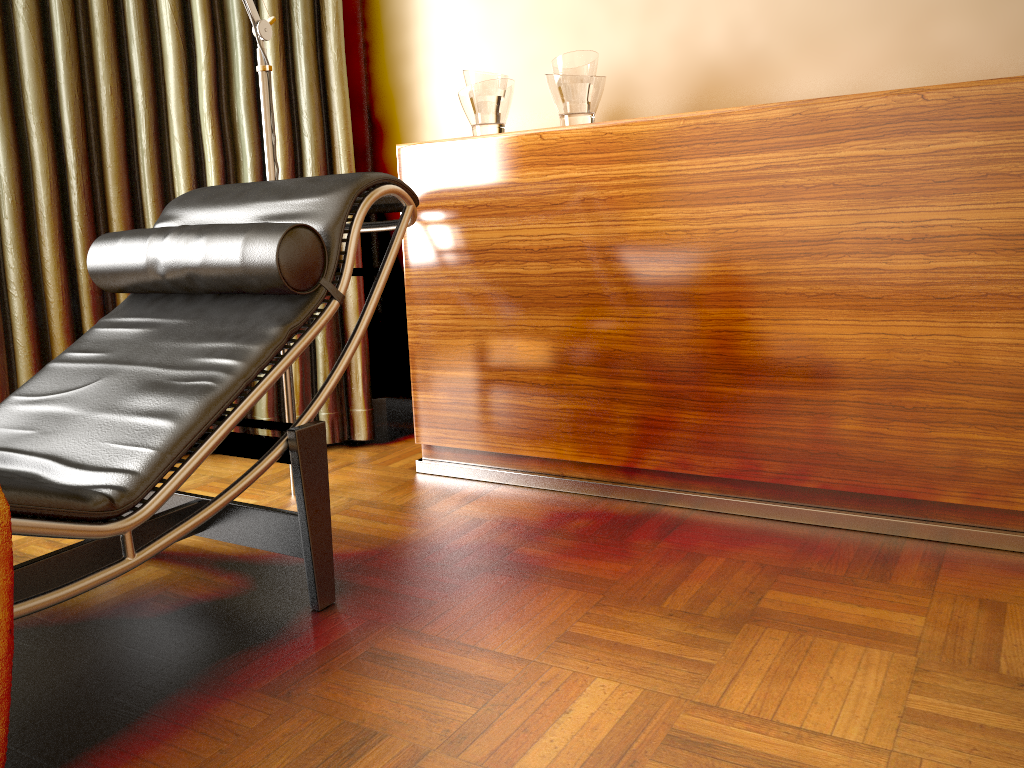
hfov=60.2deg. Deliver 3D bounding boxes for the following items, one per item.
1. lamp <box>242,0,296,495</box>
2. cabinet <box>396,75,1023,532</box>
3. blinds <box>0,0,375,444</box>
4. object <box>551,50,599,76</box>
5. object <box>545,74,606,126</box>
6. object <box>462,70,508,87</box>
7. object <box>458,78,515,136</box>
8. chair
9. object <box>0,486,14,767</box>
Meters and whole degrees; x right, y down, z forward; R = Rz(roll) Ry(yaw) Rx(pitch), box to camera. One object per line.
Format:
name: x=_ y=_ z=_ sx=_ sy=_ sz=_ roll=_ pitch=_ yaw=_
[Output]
lamp: x=-0.814 y=-0.508 z=1.577 sx=0.452 sy=1.948 sz=1.428 roll=1 pitch=9 yaw=35
cabinet: x=0.536 y=-0.205 z=2.129 sx=1.676 sy=0.854 sz=0.420 roll=3 pitch=9 yaw=31
blinds: x=-1.255 y=-0.976 z=2.558 sx=1.535 sy=2.429 sz=0.226 roll=-5 pitch=6 yaw=-14
object: x=0.161 y=-0.757 z=2.234 sx=0.122 sy=0.148 sz=0.124 roll=-1 pitch=8 yaw=11
object: x=0.163 y=-0.719 z=2.238 sx=0.155 sy=0.153 sz=0.157 roll=0 pitch=9 yaw=22
object: x=-0.068 y=-0.771 z=2.373 sx=0.122 sy=0.148 sz=0.124 roll=-1 pitch=8 yaw=13
object: x=-0.066 y=-0.733 z=2.377 sx=0.156 sy=0.153 sz=0.157 roll=-5 pitch=8 yaw=-12
chair: x=-0.863 y=0.082 z=1.350 sx=0.636 sy=0.789 sz=1.808 roll=2 pitch=11 yaw=31
object: x=-1.142 y=0.327 z=0.925 sx=0.918 sy=0.515 sz=0.918 roll=3 pitch=11 yaw=31
